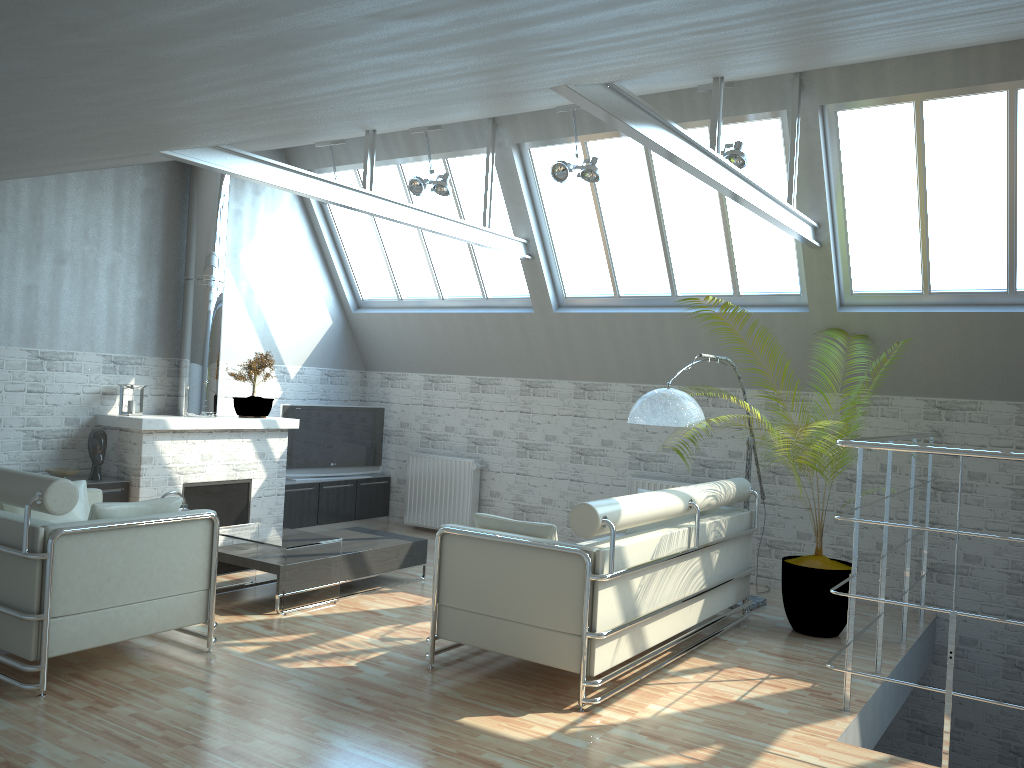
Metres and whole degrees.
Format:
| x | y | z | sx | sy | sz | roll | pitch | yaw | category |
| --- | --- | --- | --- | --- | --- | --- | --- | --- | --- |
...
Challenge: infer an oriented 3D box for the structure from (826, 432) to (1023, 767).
| x | y | z | sx | sy | sz | roll | pitch | yaw | category |
| --- | --- | --- | --- | --- | --- | --- | --- | --- | --- |
| 6.880 | 2.126 | 9.390 | 5.366 | 2.781 | 6.483 | 3 | 0 | 33 | structure |

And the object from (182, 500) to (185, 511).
| x | y | z | sx | sy | sz | roll | pitch | yaw | category |
| --- | --- | --- | --- | --- | --- | --- | --- | --- | --- |
| -5.358 | 2.326 | 14.408 | 0.155 | 0.873 | 0.026 | 3 | 0 | 35 | object |

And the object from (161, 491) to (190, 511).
| x | y | z | sx | sy | sz | roll | pitch | yaw | category |
| --- | --- | --- | --- | --- | --- | --- | --- | --- | --- |
| -5.515 | 2.292 | 14.321 | 0.412 | 1.124 | 0.584 | 3 | 0 | 33 | object |

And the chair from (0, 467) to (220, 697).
| x | y | z | sx | sy | sz | roll | pitch | yaw | category |
| --- | --- | --- | --- | --- | --- | --- | --- | --- | --- |
| -4.823 | 1.871 | 9.665 | 2.507 | 2.001 | 2.201 | 3 | 0 | 33 | chair |

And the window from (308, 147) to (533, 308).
| x | y | z | sx | sy | sz | roll | pitch | yaw | category |
| --- | --- | --- | --- | --- | --- | --- | --- | --- | --- |
| -1.762 | -2.982 | 17.485 | 4.651 | 2.787 | 1.897 | 3 | 0 | 33 | window |

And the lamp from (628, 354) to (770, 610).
| x | y | z | sx | sy | sz | roll | pitch | yaw | category |
| --- | --- | --- | --- | --- | --- | --- | --- | --- | --- |
| 3.124 | 1.464 | 13.040 | 1.015 | 3.709 | 4.621 | 3 | 0 | 39 | lamp |

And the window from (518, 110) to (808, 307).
| x | y | z | sx | sy | sz | roll | pitch | yaw | category |
| --- | --- | --- | --- | --- | --- | --- | --- | --- | --- |
| 2.478 | -2.762 | 14.697 | 4.651 | 2.787 | 1.897 | 3 | 0 | 33 | window |

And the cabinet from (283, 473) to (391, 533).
| x | y | z | sx | sy | sz | roll | pitch | yaw | category |
| --- | --- | --- | --- | --- | --- | --- | --- | --- | --- |
| -3.948 | 2.456 | 18.391 | 0.908 | 1.016 | 3.234 | 3 | 0 | 33 | cabinet |

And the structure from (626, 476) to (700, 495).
| x | y | z | sx | sy | sz | roll | pitch | yaw | category |
| --- | --- | --- | --- | --- | --- | --- | --- | --- | --- |
| 2.890 | 2.485 | 15.626 | 1.892 | 1.524 | 0.508 | 3 | 0 | 33 | structure |

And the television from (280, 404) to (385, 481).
| x | y | z | sx | sy | sz | roll | pitch | yaw | category |
| --- | --- | --- | --- | --- | --- | --- | --- | --- | --- |
| -3.775 | 1.198 | 18.438 | 0.592 | 1.514 | 2.577 | 3 | 0 | 43 | television |

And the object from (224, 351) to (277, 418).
| x | y | z | sx | sy | sz | roll | pitch | yaw | category |
| --- | --- | --- | --- | --- | --- | --- | --- | --- | --- |
| -4.814 | -0.017 | 16.286 | 0.572 | 1.265 | 1.115 | 3 | 0 | 37 | object |

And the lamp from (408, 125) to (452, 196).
| x | y | z | sx | sy | sz | roll | pitch | yaw | category |
| --- | --- | --- | --- | --- | --- | --- | --- | --- | --- |
| -1.420 | -3.774 | 14.917 | 0.808 | 1.172 | 0.619 | 3 | 0 | 37 | lamp |

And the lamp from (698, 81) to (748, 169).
| x | y | z | sx | sy | sz | roll | pitch | yaw | category |
| --- | --- | --- | --- | --- | --- | --- | --- | --- | --- |
| 2.800 | -3.555 | 12.143 | 0.808 | 1.172 | 0.619 | 3 | 0 | 37 | lamp |

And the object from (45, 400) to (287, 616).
| x | y | z | sx | sy | sz | roll | pitch | yaw | category |
| --- | --- | --- | --- | --- | --- | --- | --- | --- | --- |
| -4.798 | 1.609 | 12.895 | 4.859 | 2.558 | 1.528 | 3 | 0 | 32 | object |

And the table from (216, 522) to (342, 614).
| x | y | z | sx | sy | sz | roll | pitch | yaw | category |
| --- | --- | --- | --- | --- | --- | --- | --- | --- | --- |
| -3.362 | 2.511 | 12.294 | 1.726 | 0.867 | 1.015 | 3 | 0 | 33 | table |

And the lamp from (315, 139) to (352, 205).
| x | y | z | sx | sy | sz | roll | pitch | yaw | category |
| --- | --- | --- | --- | --- | --- | --- | --- | --- | --- |
| -3.266 | -3.870 | 16.130 | 0.808 | 1.172 | 0.619 | 3 | 0 | 37 | lamp |

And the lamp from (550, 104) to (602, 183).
| x | y | z | sx | sy | sz | roll | pitch | yaw | category |
| --- | --- | --- | --- | --- | --- | --- | --- | --- | --- |
| 0.939 | -3.652 | 13.366 | 0.808 | 1.172 | 0.618 | 3 | 0 | 37 | lamp |

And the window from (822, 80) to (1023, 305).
| x | y | z | sx | sy | sz | roll | pitch | yaw | category |
| --- | --- | --- | --- | --- | --- | --- | --- | --- | --- |
| 6.719 | -2.542 | 11.909 | 4.651 | 2.787 | 1.897 | 3 | 0 | 33 | window |

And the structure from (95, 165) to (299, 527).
| x | y | z | sx | sy | sz | roll | pitch | yaw | category |
| --- | --- | --- | --- | --- | --- | --- | --- | --- | --- |
| -5.375 | -0.720 | 15.675 | 1.309 | 7.180 | 3.302 | 3 | 0 | 33 | structure |

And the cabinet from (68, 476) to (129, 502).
| x | y | z | sx | sy | sz | roll | pitch | yaw | category |
| --- | --- | --- | --- | --- | --- | --- | --- | --- | --- |
| -7.776 | 2.088 | 12.518 | 0.914 | 1.270 | 4.572 | 3 | 0 | 33 | cabinet |

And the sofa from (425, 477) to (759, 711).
| x | y | z | sx | sy | sz | roll | pitch | yaw | category |
| --- | --- | --- | --- | --- | --- | --- | --- | --- | --- |
| 1.280 | 2.217 | 11.146 | 2.199 | 1.999 | 4.866 | 3 | 0 | 33 | sofa |

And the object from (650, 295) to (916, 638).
| x | y | z | sx | sy | sz | roll | pitch | yaw | category |
| --- | --- | --- | --- | --- | --- | --- | --- | --- | --- |
| 3.453 | 1.146 | 12.058 | 3.777 | 4.386 | 5.015 | 3 | 0 | 8 | object |

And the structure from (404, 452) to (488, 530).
| x | y | z | sx | sy | sz | roll | pitch | yaw | category |
| --- | --- | --- | --- | --- | --- | --- | --- | --- | --- |
| -1.397 | 2.262 | 18.445 | 1.892 | 1.524 | 0.508 | 3 | 0 | 33 | structure |
